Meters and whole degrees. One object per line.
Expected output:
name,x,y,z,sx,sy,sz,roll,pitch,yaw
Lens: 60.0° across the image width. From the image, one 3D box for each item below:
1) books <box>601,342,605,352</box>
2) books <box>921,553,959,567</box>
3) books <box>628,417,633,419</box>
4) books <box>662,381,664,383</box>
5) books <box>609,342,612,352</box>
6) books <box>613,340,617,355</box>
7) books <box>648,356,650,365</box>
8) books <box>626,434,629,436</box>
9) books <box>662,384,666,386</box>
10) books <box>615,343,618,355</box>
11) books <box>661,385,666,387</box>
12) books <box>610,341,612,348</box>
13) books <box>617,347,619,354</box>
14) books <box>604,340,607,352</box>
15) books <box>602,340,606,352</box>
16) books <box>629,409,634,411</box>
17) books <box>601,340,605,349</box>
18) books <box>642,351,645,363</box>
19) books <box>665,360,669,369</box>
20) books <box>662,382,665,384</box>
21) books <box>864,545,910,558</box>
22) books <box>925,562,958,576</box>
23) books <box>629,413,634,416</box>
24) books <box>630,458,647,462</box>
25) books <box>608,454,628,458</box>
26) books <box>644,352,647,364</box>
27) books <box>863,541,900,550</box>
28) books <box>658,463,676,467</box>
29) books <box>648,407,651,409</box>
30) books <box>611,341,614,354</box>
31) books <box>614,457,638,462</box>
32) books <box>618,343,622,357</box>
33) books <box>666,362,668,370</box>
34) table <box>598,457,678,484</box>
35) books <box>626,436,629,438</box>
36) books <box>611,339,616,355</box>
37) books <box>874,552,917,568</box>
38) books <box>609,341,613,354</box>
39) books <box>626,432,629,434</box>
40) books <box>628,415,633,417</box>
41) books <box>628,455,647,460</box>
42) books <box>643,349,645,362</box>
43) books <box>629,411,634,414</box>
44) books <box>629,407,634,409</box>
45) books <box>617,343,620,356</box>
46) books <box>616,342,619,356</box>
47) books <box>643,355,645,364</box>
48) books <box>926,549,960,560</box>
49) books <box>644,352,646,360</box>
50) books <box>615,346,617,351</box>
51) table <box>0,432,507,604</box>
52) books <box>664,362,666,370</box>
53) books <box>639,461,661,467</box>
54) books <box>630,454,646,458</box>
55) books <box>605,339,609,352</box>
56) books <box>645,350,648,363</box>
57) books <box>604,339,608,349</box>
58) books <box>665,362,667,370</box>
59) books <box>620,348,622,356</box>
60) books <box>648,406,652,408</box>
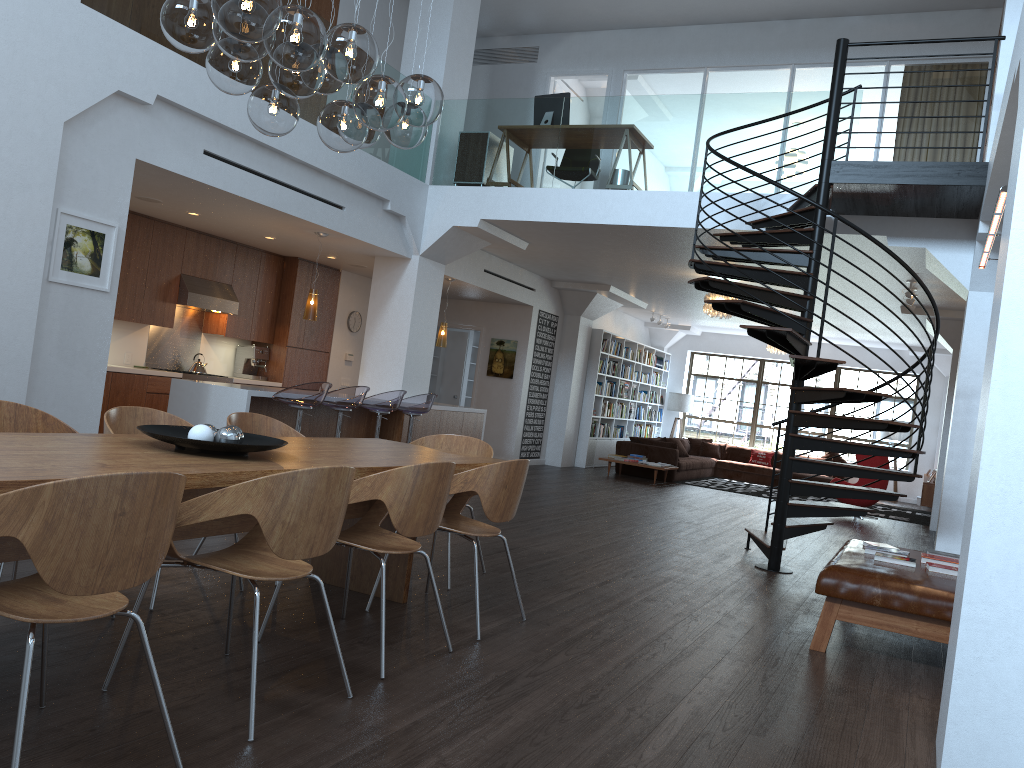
books,1.524,-0.670,15.535,0.167,0.210,0.162,7,0,25
books,2.645,1.085,5.393,0.283,0.043,0.197,7,0,25
books,2.239,0.660,17.458,0.246,0.038,0.171,7,0,25
books,3.169,-0.057,19.211,0.144,0.025,0.204,8,-1,-35
books,1.679,-0.651,15.839,0.161,0.222,0.084,7,0,25
books,1.789,-0.669,16.096,0.197,0.290,0.136,7,0,25
books,2.715,-0.502,18.083,0.168,0.231,0.037,7,0,25
books,2.151,0.986,17.443,0.284,0.033,0.197,8,0,10
books,3.163,0.004,19.212,0.284,0.033,0.197,7,-1,40
books,1.829,-0.643,16.154,0.159,0.248,0.089,7,0,25
books,3.158,0.038,19.212,0.197,0.035,0.284,8,-1,-35
books,1.686,-0.663,15.871,0.159,0.248,0.089,7,0,25
books,1.856,-0.642,16.230,0.182,0.255,0.077,7,0,25
books,1.576,-0.669,15.620,0.161,0.222,0.084,7,0,25
books,1.559,-0.670,15.590,0.161,0.218,0.101,7,0,25
books,2.266,0.503,17.462,0.253,0.040,0.183,7,0,25
books,1.494,-0.677,15.449,0.182,0.215,0.188,7,0,25
books,2.532,-0.538,17.681,0.189,0.247,0.057,7,0,25
books,3.334,-0.410,19.366,0.140,0.231,0.042,7,0,25
books,3.167,-0.029,19.207,0.174,0.032,0.254,8,0,-30
books,2.325,1.045,5.501,0.247,0.040,0.185,7,0,28
books,2.506,1.069,5.093,0.224,0.036,0.161,7,0,20
books,2.255,0.585,17.486,0.259,0.040,0.180,7,0,25
books,2.092,1.266,14.776,0.312,0.037,0.216,8,0,15
books,1.783,1.221,14.858,0.241,0.045,0.334,7,0,27
books,2.610,-0.526,17.850,0.171,0.246,0.057,7,0,25
books,2.415,1.066,5.811,0.161,0.031,0.223,8,0,3
books,2.499,1.319,14.507,0.350,0.035,0.256,8,-1,-39
books,2.765,0.487,18.465,0.223,0.031,0.161,7,0,25
books,1.731,-0.654,15.956,0.174,0.242,0.105,7,0,25
books,1.859,1.233,14.443,0.340,0.035,0.236,8,-1,-40
books,1.921,-0.632,16.356,0.182,0.255,0.077,7,0,25
books,3.318,-0.392,19.327,0.139,0.191,0.036,7,0,25
table,2.054,1.414,14.475,1.100,0.271,0.853,7,0,25
books,2.146,1.020,17.443,0.284,0.035,0.197,7,0,25
books,1.766,-0.674,16.038,0.176,0.293,0.125,7,0,25
books,2.265,1.037,5.237,0.224,0.032,0.161,7,0,25
books,1.706,-0.662,15.909,0.170,0.251,0.118,7,0,25
books,2.152,0.953,17.448,0.254,0.032,0.174,7,0,30
books,2.243,0.622,17.461,0.251,0.037,0.160,7,0,30
books,2.094,1.230,14.782,0.279,0.035,0.191,7,-1,35
books,2.572,-0.558,17.719,0.140,0.298,0.044,7,0,25
books,2.267,0.544,17.467,0.231,0.044,0.168,7,0,20
books,2.279,0.469,17.466,0.223,0.032,0.161,7,0,25
books,1.878,-0.633,16.263,0.174,0.243,0.085,7,0,25
books,1.845,-0.642,16.183,0.182,0.253,0.098,7,0,25
books,2.581,-0.511,17.763,0.144,0.207,0.048,7,0,25
books,2.797,1.110,5.674,0.254,0.044,0.183,7,0,20
books,2.587,-0.526,17.809,0.159,0.241,0.038,7,0,25
books,1.810,-0.632,16.127,0.161,0.222,0.083,7,0,25
table,-1.279,0.644,3.624,1.012,0.750,3.803,7,0,25
books,3.252,-0.398,19.201,0.134,0.184,0.030,7,0,25
books,2.215,1.278,14.262,0.231,0.040,0.342,8,0,-25
books,2.102,1.199,14.778,0.224,0.027,0.157,7,0,30
books,1.603,-0.680,15.690,0.170,0.251,0.118,7,0,25
books,2.646,-0.543,17.926,0.176,0.290,0.053,7,0,25
books,1.583,-0.681,15.651,0.159,0.248,0.089,7,0,25
books,3.279,-0.391,19.240,0.128,0.178,0.022,7,0,25
books,1.941,-0.619,16.422,0.167,0.233,0.077,7,0,25
books,2.772,0.459,18.472,0.224,0.030,0.161,7,-1,35
